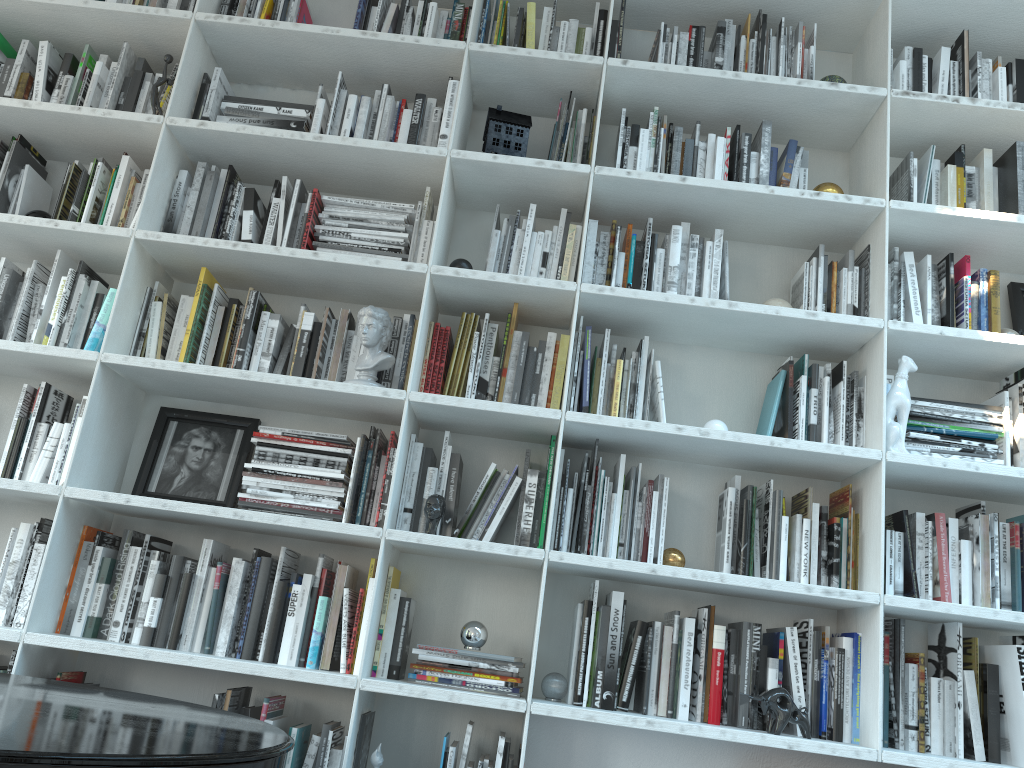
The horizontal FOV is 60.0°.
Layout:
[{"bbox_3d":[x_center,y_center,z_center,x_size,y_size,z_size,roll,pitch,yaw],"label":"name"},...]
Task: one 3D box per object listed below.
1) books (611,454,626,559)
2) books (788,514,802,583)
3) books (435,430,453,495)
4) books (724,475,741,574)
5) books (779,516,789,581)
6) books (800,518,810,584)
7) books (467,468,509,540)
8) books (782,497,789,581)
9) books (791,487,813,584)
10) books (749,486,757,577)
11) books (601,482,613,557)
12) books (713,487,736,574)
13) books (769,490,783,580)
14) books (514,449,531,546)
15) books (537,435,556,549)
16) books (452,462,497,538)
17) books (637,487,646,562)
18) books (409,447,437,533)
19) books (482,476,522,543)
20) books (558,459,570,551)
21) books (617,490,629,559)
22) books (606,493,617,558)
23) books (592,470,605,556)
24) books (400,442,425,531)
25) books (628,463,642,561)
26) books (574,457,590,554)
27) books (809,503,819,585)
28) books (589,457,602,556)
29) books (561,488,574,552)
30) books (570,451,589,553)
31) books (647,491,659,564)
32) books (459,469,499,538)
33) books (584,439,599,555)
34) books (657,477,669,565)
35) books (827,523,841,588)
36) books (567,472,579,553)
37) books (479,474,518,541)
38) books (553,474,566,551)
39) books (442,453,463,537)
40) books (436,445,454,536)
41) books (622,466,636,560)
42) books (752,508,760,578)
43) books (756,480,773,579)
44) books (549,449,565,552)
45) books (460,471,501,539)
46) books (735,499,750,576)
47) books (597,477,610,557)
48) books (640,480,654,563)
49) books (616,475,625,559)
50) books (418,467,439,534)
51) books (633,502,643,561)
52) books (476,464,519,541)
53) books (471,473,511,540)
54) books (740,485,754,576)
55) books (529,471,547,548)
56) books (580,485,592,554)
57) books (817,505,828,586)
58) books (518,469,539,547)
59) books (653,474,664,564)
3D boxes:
[{"bbox_3d":[0.286,0.358,2.465,0.014,0.296,0.175,7,-16,2],"label":"books"},{"bbox_3d":[0.760,0.467,2.438,0.015,0.194,0.176,7,-16,2],"label":"books"},{"bbox_3d":[-0.199,0.296,2.496,0.013,0.306,0.141,7,-16,2],"label":"books"},{"bbox_3d":[0.609,0.410,2.480,0.016,0.289,0.132,7,-16,2],"label":"books"},{"bbox_3d":[0.719,0.465,2.428,0.018,0.181,0.182,7,-16,2],"label":"books"},{"bbox_3d":[0.776,0.474,2.431,0.019,0.182,0.191,7,-16,2],"label":"books"},{"bbox_3d":[-0.071,0.356,2.487,0.095,0.225,0.144,7,-16,2],"label":"books"},{"bbox_3d":[0.741,0.447,2.464,0.030,0.243,0.136,7,-16,2],"label":"books"},{"bbox_3d":[0.794,0.433,2.447,0.006,0.273,0.173,7,-16,2],"label":"books"},{"bbox_3d":[0.649,0.425,2.461,0.008,0.258,0.159,7,-16,2],"label":"books"},{"bbox_3d":[0.254,0.394,2.461,0.013,0.217,0.161,7,-16,2],"label":"books"},{"bbox_3d":[0.589,0.422,2.463,0.019,0.251,0.130,7,-16,2],"label":"books"},{"bbox_3d":[0.705,0.430,2.438,0.018,0.250,0.184,7,-16,2],"label":"books"},{"bbox_3d":[0.028,0.336,2.489,0.013,0.285,0.139,7,-16,2],"label":"books"},{"bbox_3d":[0.093,0.322,2.481,0.014,0.324,0.183,7,-16,2],"label":"books"},{"bbox_3d":[-0.103,0.343,2.465,0.095,0.227,0.190,7,-16,2],"label":"books"},{"bbox_3d":[0.352,0.408,2.472,0.008,0.222,0.134,7,-16,2],"label":"books"},{"bbox_3d":[-0.250,0.317,2.495,0.028,0.252,0.143,7,-16,2],"label":"books"},{"bbox_3d":[-0.029,0.370,2.475,0.091,0.204,0.169,7,-16,2],"label":"books"},{"bbox_3d":[0.142,0.356,2.471,0.010,0.265,0.158,7,-16,2],"label":"books"},{"bbox_3d":[0.299,0.410,2.467,0.013,0.202,0.167,7,-16,2],"label":"books"},{"bbox_3d":[0.265,0.409,2.452,0.013,0.186,0.184,7,-16,2],"label":"books"},{"bbox_3d":[0.233,0.376,2.464,0.013,0.248,0.165,7,-16,2],"label":"books"},{"bbox_3d":[-0.275,0.310,2.501,0.024,0.262,0.154,7,-16,2],"label":"books"},{"bbox_3d":[0.336,0.376,2.482,0.006,0.284,0.160,7,-16,2],"label":"books"},{"bbox_3d":[0.194,0.357,2.475,0.006,0.280,0.155,7,-16,2],"label":"books"},{"bbox_3d":[0.803,0.455,2.439,0.018,0.229,0.182,7,-16,2],"label":"books"},{"bbox_3d":[0.226,0.357,2.467,0.005,0.283,0.159,7,-16,2],"label":"books"},{"bbox_3d":[0.149,0.398,2.470,0.015,0.187,0.168,7,-16,2],"label":"books"},{"bbox_3d":[0.183,0.349,2.479,0.018,0.294,0.178,7,-16,2],"label":"books"},{"bbox_3d":[0.377,0.415,2.457,0.014,0.207,0.181,7,-16,2],"label":"books"},{"bbox_3d":[-0.095,0.353,2.481,0.088,0.219,0.139,7,-16,2],"label":"books"},{"bbox_3d":[0.217,0.335,2.499,0.007,0.341,0.150,7,-16,2],"label":"books"},{"bbox_3d":[0.407,0.399,2.467,0.013,0.250,0.173,7,-16,2],"label":"books"},{"bbox_3d":[0.853,0.481,2.417,0.016,0.180,0.190,7,-16,2],"label":"books"},{"bbox_3d":[0.165,0.378,2.485,0.011,0.238,0.137,7,-16,2],"label":"books"},{"bbox_3d":[-0.041,0.366,2.488,0.090,0.214,0.139,7,-16,2],"label":"books"},{"bbox_3d":[0.129,0.376,2.473,0.012,0.225,0.147,7,-16,2],"label":"books"},{"bbox_3d":[-0.167,0.331,2.496,0.035,0.247,0.141,7,-16,2],"label":"books"},{"bbox_3d":[-0.190,0.320,2.499,0.012,0.265,0.158,7,-16,2],"label":"books"},{"bbox_3d":[0.316,0.377,2.465,0.012,0.266,0.183,7,-16,2],"label":"books"},{"bbox_3d":[0.665,0.457,2.472,0.031,0.208,0.122,7,-16,2],"label":"books"},{"bbox_3d":[0.695,0.420,2.468,0.007,0.284,0.160,7,-16,2],"label":"books"},{"bbox_3d":[0.121,0.344,2.495,0.014,0.297,0.148,7,-16,2],"label":"books"},{"bbox_3d":[-0.087,0.356,2.466,0.089,0.209,0.176,7,-16,2],"label":"books"},{"bbox_3d":[0.619,0.438,2.443,0.016,0.215,0.178,7,-16,2],"label":"books"},{"bbox_3d":[0.243,0.385,2.451,0.011,0.225,0.188,7,-16,2],"label":"books"},{"bbox_3d":[0.364,0.399,2.465,0.015,0.237,0.177,7,-16,2],"label":"books"},{"bbox_3d":[0.293,0.388,2.476,0.007,0.246,0.153,7,-16,2],"label":"books"},{"bbox_3d":[-0.227,0.343,2.467,0.027,0.191,0.183,7,-16,2],"label":"books"},{"bbox_3d":[0.339,0.427,2.465,0.013,0.178,0.141,7,-16,2],"label":"books"},{"bbox_3d":[-0.044,0.350,2.482,0.094,0.238,0.150,7,-16,2],"label":"books"},{"bbox_3d":[-0.061,0.363,2.480,0.090,0.211,0.143,7,-16,2],"label":"books"},{"bbox_3d":[0.638,0.423,2.462,0.015,0.261,0.150,7,-16,2],"label":"books"},{"bbox_3d":[0.070,0.367,2.470,0.021,0.226,0.148,7,-16,2],"label":"books"},{"bbox_3d":[0.198,0.396,2.471,0.013,0.203,0.154,7,-16,2],"label":"books"},{"bbox_3d":[0.838,0.462,2.451,0.021,0.231,0.156,7,-16,2],"label":"books"},{"bbox_3d":[0.044,0.362,2.460,0.029,0.222,0.171,7,-16,2],"label":"books"},{"bbox_3d":[0.394,0.392,2.468,0.014,0.260,0.142,7,-16,2],"label":"books"}]
